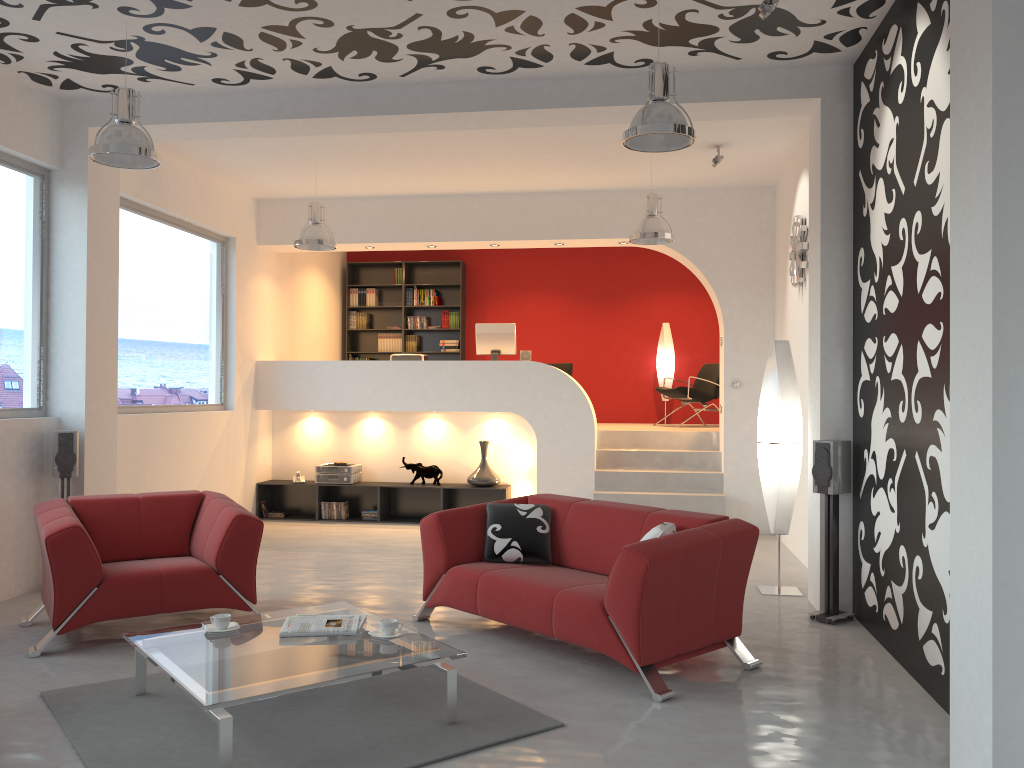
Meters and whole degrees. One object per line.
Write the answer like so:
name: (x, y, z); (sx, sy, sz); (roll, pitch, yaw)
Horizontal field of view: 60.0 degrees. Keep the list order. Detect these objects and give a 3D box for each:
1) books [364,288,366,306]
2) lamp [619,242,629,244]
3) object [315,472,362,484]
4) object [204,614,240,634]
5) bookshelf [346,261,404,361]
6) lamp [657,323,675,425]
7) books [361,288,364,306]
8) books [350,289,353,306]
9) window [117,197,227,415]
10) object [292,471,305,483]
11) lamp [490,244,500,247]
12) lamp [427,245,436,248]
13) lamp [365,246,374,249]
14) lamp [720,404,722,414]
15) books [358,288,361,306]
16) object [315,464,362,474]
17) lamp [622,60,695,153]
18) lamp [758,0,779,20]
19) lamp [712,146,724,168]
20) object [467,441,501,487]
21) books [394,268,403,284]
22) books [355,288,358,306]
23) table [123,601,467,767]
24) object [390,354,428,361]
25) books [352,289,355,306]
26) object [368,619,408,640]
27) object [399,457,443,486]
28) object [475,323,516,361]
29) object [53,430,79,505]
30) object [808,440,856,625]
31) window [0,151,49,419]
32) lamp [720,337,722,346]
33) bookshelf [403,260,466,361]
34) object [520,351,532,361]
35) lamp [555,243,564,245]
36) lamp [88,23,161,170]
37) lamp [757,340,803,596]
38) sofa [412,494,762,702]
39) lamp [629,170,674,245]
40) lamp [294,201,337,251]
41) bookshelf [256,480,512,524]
books: (-2.044, -1.206, 12.502); (0.040, 0.260, 0.200); (0, -1, 8)
lamp: (1.182, -1.492, 9.387); (0.105, 0.011, 0.105); (0, -1, -3)
object: (-1.916, 1.032, 9.788); (0.430, 0.100, 0.365); (0, -1, 8)
object: (-1.330, 1.098, 4.071); (0.153, 0.069, 0.153); (1, -1, -25)
bookshelf: (-1.887, -0.586, 12.439); (0.816, 2.213, 0.305); (0, -1, 8)
lamp: (2.047, -0.138, 11.820); (0.237, 1.349, 0.237); (0, -1, 16)
books: (-2.084, -1.206, 12.508); (0.040, 0.260, 0.200); (0, -1, 8)
books: (-2.244, -1.207, 12.531); (0.040, 0.260, 0.200); (0, -1, 8)
window: (-3.191, -0.639, 8.039); (0.100, 1.800, 2.400); (0, -1, 8)
object: (-2.348, 1.021, 9.771); (0.130, 0.117, 0.146); (1, -1, -16)
lamp: (-0.185, -1.498, 9.585); (0.105, 0.011, 0.105); (0, -1, -3)
lamp: (-0.878, -1.501, 9.685); (0.105, 0.011, 0.105); (0, -1, -3)
lamp: (-1.570, -1.504, 9.786); (0.105, 0.011, 0.105); (0, -1, -3)
lamp: (2.174, 0.257, 9.221); (0.011, 0.105, 0.105); (0, -1, 8)
books: (-2.124, -1.206, 12.514); (0.040, 0.260, 0.200); (0, -1, 8)
object: (-1.914, 0.934, 9.797); (0.430, 0.077, 0.349); (0, -1, 8)
lamp: (0.768, -1.660, 4.643); (0.379, 0.800, 0.379); (0, -1, 1)
lamp: (1.318, -1.965, 4.556); (0.118, 0.176, 0.112); (1, -1, -39)
lamp: (1.748, -1.928, 7.525); (0.118, 0.176, 0.112); (1, -1, -39)
object: (-0.301, 0.858, 9.560); (0.369, 0.481, 0.369); (1, -1, -27)
books: (-1.559, -1.495, 12.447); (0.146, 0.240, 0.170); (0, -1, 8)
books: (-2.164, -1.207, 12.519); (0.040, 0.260, 0.200); (0, -1, 8)
table: (-0.976, 1.275, 3.877); (1.097, 0.286, 1.162); (1, -1, -37)
object: (-1.155, -0.233, 10.200); (0.397, 0.217, 0.458); (0, -1, 8)
books: (-2.204, -1.207, 12.525); (0.040, 0.260, 0.200); (0, -1, 8)
object: (-0.557, 1.102, 3.996); (0.153, 0.069, 0.153); (0, -1, 35)
object: (-0.986, 0.948, 9.682); (0.507, 0.296, 0.191); (0, -1, 24)
object: (-0.179, -0.455, 9.981); (0.458, 0.452, 0.230); (0, -1, 8)
object: (-3.140, 0.884, 6.231); (0.214, 1.112, 0.229); (1, -1, -27)
object: (1.983, 0.906, 5.498); (0.229, 1.112, 0.214); (1, -1, -37)
window: (-3.592, -0.674, 5.268); (0.100, 1.800, 2.400); (0, -1, 8)
lamp: (2.178, -0.442, 9.230); (0.011, 0.105, 0.105); (0, -1, 8)
bookshelf: (-1.079, -0.583, 12.322); (0.816, 2.213, 0.305); (0, -1, 8)
object: (0.153, -0.300, 9.981); (0.133, 0.147, 0.151); (0, -1, -8)
lamp: (0.508, -1.495, 9.485); (0.105, 0.011, 0.105); (0, -1, -3)
lamp: (-2.210, -1.673, 5.074); (0.379, 0.800, 0.379); (0, -1, 37)
lamp: (1.903, 0.582, 6.304); (0.313, 1.779, 0.313); (0, -1, 16)
sofa: (0.355, 1.078, 5.000); (0.951, 0.738, 1.929); (1, -1, -42)
lamp: (1.198, -1.623, 7.611); (0.379, 0.800, 0.379); (1, -1, -21)
lamp: (-1.780, -1.636, 8.043); (0.379, 0.800, 0.379); (1, -1, -21)
bookshelf: (-1.402, 1.293, 9.713); (2.764, 0.397, 0.405); (0, -1, 8)
